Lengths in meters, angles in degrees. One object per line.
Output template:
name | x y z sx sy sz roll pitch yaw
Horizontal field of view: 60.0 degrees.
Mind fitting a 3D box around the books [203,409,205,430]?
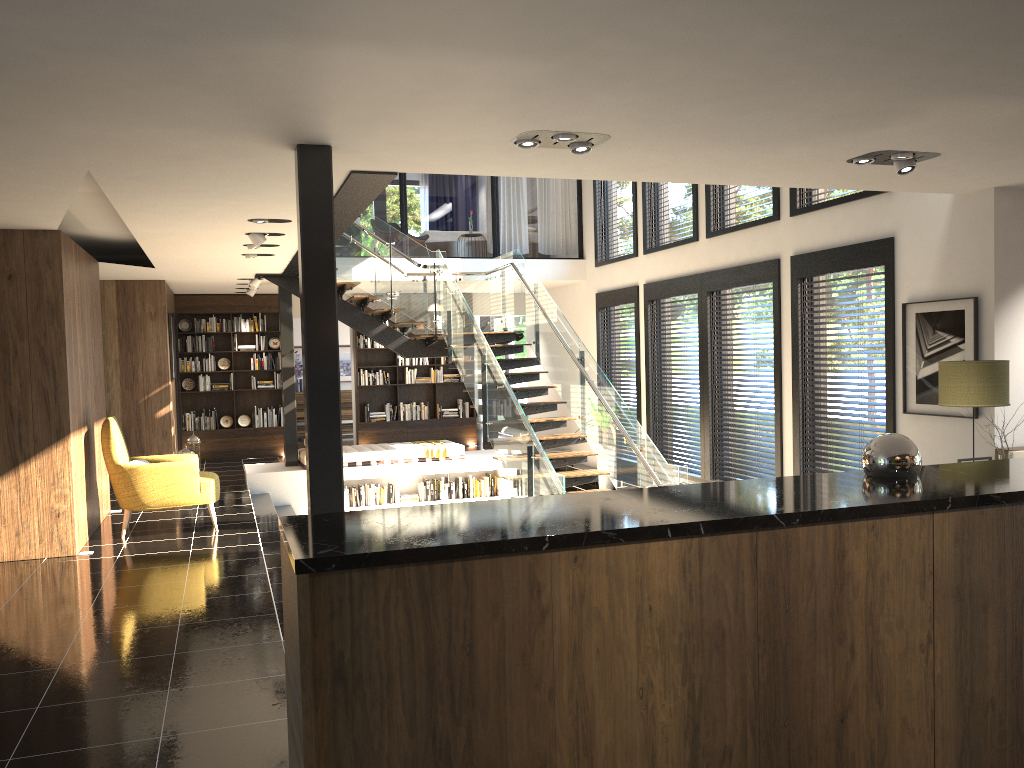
books | -4.987 0.575 14.375 0.016 0.341 0.217 -2 2 -18

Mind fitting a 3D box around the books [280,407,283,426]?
books | -3.833 0.544 14.770 0.035 0.315 0.168 -2 3 -18

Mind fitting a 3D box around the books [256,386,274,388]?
books | -4.084 0.046 14.682 0.271 0.028 0.174 -2 2 -23

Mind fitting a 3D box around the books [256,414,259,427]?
books | -4.211 0.608 14.666 0.034 0.215 0.104 -2 3 -18

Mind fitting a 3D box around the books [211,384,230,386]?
books | -4.759 0.011 14.449 0.293 0.016 0.174 -2 2 -20

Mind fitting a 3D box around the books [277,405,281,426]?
books | -3.880 0.526 14.749 0.065 0.354 0.164 -2 3 -18

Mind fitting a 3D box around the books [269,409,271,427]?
books | -4.019 0.566 14.705 0.029 0.286 0.137 -2 3 -18

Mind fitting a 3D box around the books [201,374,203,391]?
books | -5.019 -0.022 14.353 0.018 0.275 0.144 -2 3 -18

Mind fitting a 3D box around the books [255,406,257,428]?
books | -4.224 0.537 14.613 0.017 0.360 0.189 -2 3 -18

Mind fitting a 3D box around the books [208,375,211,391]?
books | -4.922 -0.016 14.416 0.030 0.253 0.138 -2 3 -18

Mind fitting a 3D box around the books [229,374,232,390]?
books | -4.604 -0.031 14.510 0.032 0.262 0.157 -2 3 -18

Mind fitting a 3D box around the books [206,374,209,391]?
books | -4.946 -0.027 14.389 0.032 0.279 0.133 -2 3 -18

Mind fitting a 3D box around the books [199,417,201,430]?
books | -5.059 0.643 14.394 0.029 0.207 0.166 -2 2 -18

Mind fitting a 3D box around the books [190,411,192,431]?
books | -5.179 0.600 14.331 0.016 0.304 0.217 -2 2 -18

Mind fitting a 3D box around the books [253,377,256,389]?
books | -4.242 -0.016 14.615 0.036 0.206 0.215 -2 2 -18

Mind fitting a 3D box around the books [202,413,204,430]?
books | -5.007 0.605 14.387 0.017 0.282 0.232 -2 2 -18

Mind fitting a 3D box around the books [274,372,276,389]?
books | -3.936 -0.064 14.720 0.014 0.279 0.202 -2 2 -18

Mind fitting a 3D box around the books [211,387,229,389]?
books | -4.760 0.063 14.464 0.266 0.021 0.152 -2 2 -20

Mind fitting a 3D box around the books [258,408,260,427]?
books | -4.187 0.556 14.671 0.019 0.317 0.122 -2 3 -18

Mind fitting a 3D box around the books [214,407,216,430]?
books | -4.830 0.561 14.420 0.019 0.357 0.235 -2 2 -18

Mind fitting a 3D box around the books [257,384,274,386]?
books | -4.088 0.016 14.689 0.263 0.030 0.159 -2 2 -21

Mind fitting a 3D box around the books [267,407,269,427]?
books | -4.037 0.549 14.694 0.012 0.322 0.177 -2 3 -18

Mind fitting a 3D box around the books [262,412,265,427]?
books | -4.127 0.587 14.698 0.033 0.250 0.114 -2 3 -18

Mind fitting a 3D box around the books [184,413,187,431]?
books | -5.276 0.610 14.342 0.032 0.288 0.179 -2 2 -18

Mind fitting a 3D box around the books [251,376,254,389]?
books | -4.282 -0.025 14.632 0.028 0.224 0.161 -2 2 -18

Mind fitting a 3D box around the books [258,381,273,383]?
books | -4.094 -0.033 14.700 0.239 0.031 0.146 -2 2 -18

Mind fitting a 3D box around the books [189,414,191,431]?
books | -5.195 0.618 14.321 0.022 0.269 0.216 -2 2 -18

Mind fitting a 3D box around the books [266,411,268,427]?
books | -4.062 0.580 14.713 0.025 0.260 0.114 -2 3 -18

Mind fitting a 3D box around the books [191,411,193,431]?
books | -5.162 0.599 14.330 0.015 0.306 0.222 -2 2 -18

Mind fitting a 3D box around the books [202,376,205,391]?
books | -5.003 -0.008 14.385 0.031 0.245 0.120 -2 3 -18

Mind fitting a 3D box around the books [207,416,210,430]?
books | -4.940 0.631 14.432 0.036 0.222 0.173 -2 2 -18

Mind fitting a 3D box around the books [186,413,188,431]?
books | -5.244 0.613 14.319 0.014 0.282 0.232 -2 2 -18

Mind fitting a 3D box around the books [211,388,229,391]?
books | -4.759 0.089 14.463 0.262 0.032 0.154 -2 2 -16

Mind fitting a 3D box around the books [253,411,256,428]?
books | -4.255 0.578 14.648 0.024 0.278 0.135 -2 3 -18

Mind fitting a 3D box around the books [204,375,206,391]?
books | -4.975 -0.019 14.388 0.024 0.265 0.147 -2 3 -18

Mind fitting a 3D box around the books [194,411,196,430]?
books | -5.137 0.598 14.367 0.020 0.304 0.189 -2 2 -18

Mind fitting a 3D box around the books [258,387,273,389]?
books | -4.087 0.070 14.693 0.245 0.021 0.159 -2 2 -16

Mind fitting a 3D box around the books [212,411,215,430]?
books | -4.858 0.588 14.437 0.027 0.304 0.204 -2 2 -18

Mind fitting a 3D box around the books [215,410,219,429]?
books | -4.808 0.580 14.452 0.042 0.316 0.193 -2 3 -18

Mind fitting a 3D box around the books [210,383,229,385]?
books | -4.756 -0.003 14.442 0.292 0.013 0.187 -2 2 -16

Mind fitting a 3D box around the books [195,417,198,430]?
books | -5.116 0.642 14.397 0.035 0.212 0.159 -2 2 -18

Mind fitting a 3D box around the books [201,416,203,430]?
books | -5.030 0.635 14.393 0.026 0.222 0.209 -2 2 -18

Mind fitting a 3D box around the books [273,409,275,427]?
books | -3.959 0.560 14.721 0.018 0.292 0.191 -2 2 -18

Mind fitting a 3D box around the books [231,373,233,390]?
books | -4.573 -0.044 14.493 0.018 0.286 0.157 -2 3 -18

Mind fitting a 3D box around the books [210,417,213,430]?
books | -4.892 0.636 14.448 0.033 0.209 0.192 -2 2 -18

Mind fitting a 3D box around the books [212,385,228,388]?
books | -4.761 0.036 14.463 0.244 0.033 0.142 -2 2 -22

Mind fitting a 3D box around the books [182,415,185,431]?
books | -5.304 0.625 14.326 0.032 0.262 0.194 -2 2 -18

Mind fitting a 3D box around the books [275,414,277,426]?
books | -3.932 0.607 14.763 0.032 0.195 0.134 -2 2 -18

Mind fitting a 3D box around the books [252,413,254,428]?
books | -4.279 0.595 14.649 0.023 0.245 0.135 -2 3 -18

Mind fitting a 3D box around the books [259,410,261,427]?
books | -4.169 0.569 14.679 0.019 0.289 0.145 -2 3 -18

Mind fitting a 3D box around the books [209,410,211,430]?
books | -4.910 0.581 14.419 0.016 0.322 0.218 -2 2 -18

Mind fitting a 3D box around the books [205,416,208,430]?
books | -4.973 0.632 14.422 0.034 0.223 0.208 -2 2 -18

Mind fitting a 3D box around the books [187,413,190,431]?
books | -5.229 0.612 14.342 0.030 0.283 0.170 -2 3 -18

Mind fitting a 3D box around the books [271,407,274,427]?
books | -3.976 0.541 14.714 0.016 0.332 0.195 -2 3 -18

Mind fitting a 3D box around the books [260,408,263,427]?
books | -4.147 0.553 14.669 0.019 0.321 0.161 -2 3 -18

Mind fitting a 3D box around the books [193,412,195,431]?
books | -5.157 0.599 14.367 0.018 0.302 0.195 -2 2 -18

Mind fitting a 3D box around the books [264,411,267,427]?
books | -4.087 0.583 14.690 0.037 0.256 0.145 -2 3 -18
